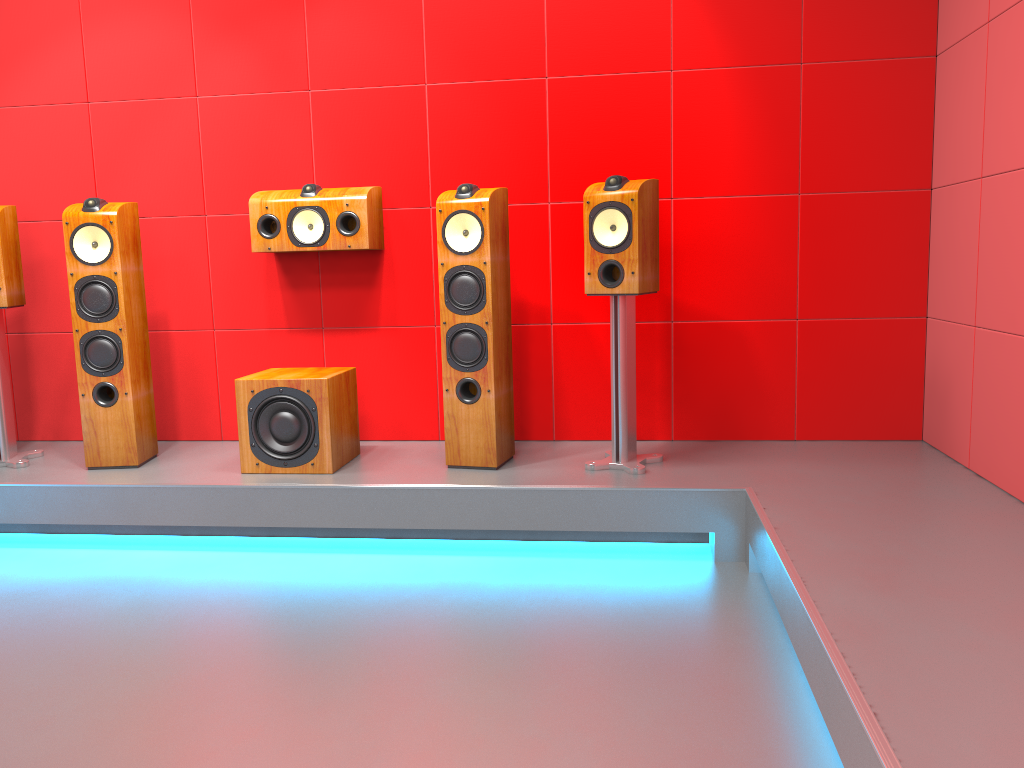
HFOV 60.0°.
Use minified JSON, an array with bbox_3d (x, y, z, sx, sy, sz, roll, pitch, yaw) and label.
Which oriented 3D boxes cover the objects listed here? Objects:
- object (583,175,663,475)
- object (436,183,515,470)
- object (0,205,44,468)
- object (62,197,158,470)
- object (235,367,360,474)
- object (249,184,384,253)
[{"bbox_3d":[0.407,-0.221,3.253,0.231,1.058,0.265,3,9,27],"label":"object"},{"bbox_3d":[-0.134,-0.217,3.348,0.203,1.052,0.238,1,8,18],"label":"object"},{"bbox_3d":[-2.101,-0.199,3.588,0.231,1.058,0.265,-3,8,-12],"label":"object"},{"bbox_3d":[-1.589,-0.201,3.520,0.203,1.052,0.238,-2,8,-2],"label":"object"},{"bbox_3d":[-0.828,0.136,3.464,0.360,0.360,0.360,-1,8,8],"label":"object"},{"bbox_3d":[-0.806,-0.688,3.675,0.493,0.271,0.235,-1,8,8],"label":"object"}]
